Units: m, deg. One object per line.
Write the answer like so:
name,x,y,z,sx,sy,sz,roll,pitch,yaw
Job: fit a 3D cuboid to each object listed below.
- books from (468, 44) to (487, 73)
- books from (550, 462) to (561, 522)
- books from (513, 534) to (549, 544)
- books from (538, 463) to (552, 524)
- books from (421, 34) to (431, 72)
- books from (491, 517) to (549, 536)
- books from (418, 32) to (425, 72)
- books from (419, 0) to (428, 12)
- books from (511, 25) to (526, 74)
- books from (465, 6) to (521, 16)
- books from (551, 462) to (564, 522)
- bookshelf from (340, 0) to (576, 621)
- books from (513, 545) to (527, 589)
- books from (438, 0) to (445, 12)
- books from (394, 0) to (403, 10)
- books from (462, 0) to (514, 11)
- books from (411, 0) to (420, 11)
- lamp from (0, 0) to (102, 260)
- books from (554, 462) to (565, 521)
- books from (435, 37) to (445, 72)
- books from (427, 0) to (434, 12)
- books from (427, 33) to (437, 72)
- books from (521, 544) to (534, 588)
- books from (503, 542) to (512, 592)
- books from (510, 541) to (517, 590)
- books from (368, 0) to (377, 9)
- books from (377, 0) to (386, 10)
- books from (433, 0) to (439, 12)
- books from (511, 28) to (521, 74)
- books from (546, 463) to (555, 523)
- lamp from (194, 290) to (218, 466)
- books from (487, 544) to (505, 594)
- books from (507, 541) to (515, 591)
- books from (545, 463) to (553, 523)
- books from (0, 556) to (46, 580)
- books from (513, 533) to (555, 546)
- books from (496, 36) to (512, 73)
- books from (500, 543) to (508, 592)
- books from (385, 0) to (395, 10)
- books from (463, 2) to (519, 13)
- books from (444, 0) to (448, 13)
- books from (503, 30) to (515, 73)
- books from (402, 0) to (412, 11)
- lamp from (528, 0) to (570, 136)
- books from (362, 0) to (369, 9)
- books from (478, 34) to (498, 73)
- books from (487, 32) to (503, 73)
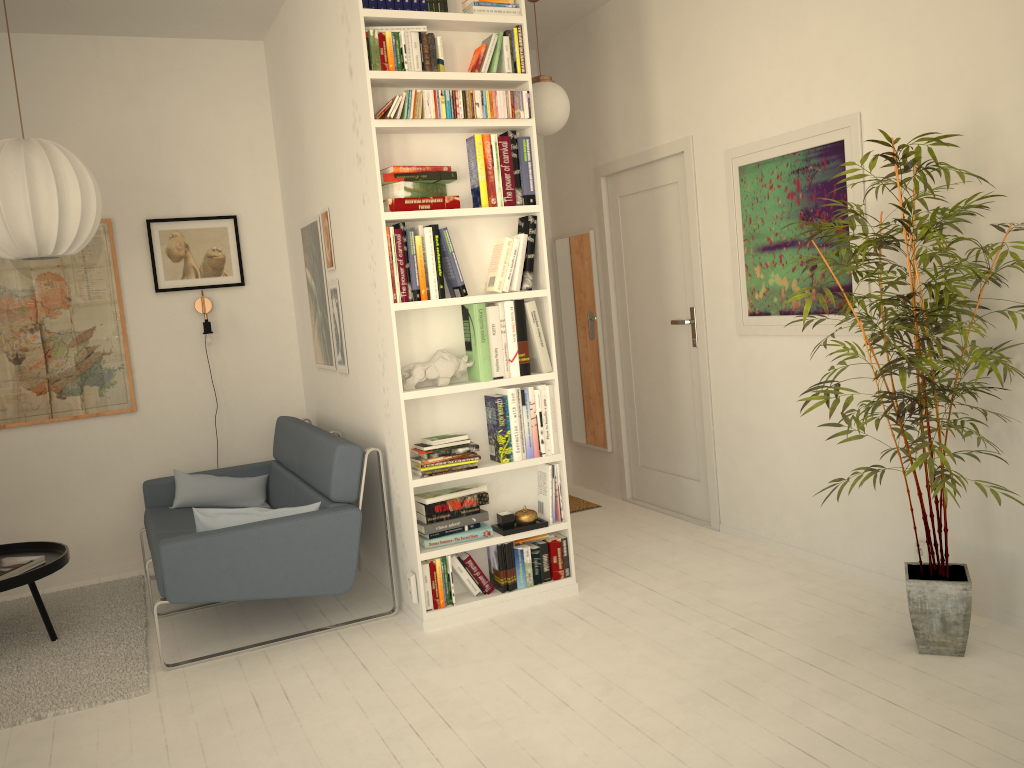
books,-0.171,-1.340,3.738,0.073,0.129,0.200,-8,6,-24
books,0.163,0.471,3.958,0.008,0.256,0.184,-8,6,-24
books,0.068,0.672,3.896,0.165,0.006,0.103,-8,6,-24
books,0.126,0.477,3.948,0.034,0.257,0.209,-8,6,-24
books,-0.384,-1.319,3.619,0.024,0.155,0.207,-8,6,-24
books,0.034,0.614,3.841,0.215,0.023,0.130,-8,6,-24
books,-0.393,-1.318,3.593,0.013,0.159,0.176,-8,6,-24
books,-0.393,-1.565,3.600,0.034,0.178,0.188,-8,6,-24
books,-0.003,-1.396,3.782,0.022,0.198,0.212,-8,6,-24
books,-0.107,-1.533,3.734,0.214,0.038,0.223,-8,6,-24
books,0.174,0.471,3.950,0.007,0.257,0.181,-8,6,-24
bookshelf,-0.221,-0.480,3.739,0.710,2.898,0.249,-8,6,-24
books,-0.009,0.784,3.899,0.044,0.179,0.224,-8,6,-24
books,-0.329,-1.579,3.628,0.020,0.191,0.205,-8,6,-24
books,-0.488,-1.551,3.557,0.034,0.178,0.188,-8,6,-24
books,-0.120,-1.583,3.722,0.173,0.030,0.199,-9,7,-34
books,-0.424,-1.560,3.585,0.034,0.178,0.188,-8,6,-24
lamp,-2.102,-1.153,3.790,0.536,1.228,0.536,-4,6,9
books,0.186,0.471,3.946,0.011,0.256,0.139,-8,6,-24
books,-0.322,-1.320,3.632,0.020,0.145,0.189,-8,6,-24
books,-0.371,-1.574,3.621,0.020,0.191,0.205,-8,6,-24
books,-0.349,-1.319,3.599,0.023,0.153,0.176,-8,6,-24
books,0.026,0.781,3.909,0.032,0.176,0.222,-8,6,-24
books,-0.056,0.774,3.854,0.015,0.214,0.202,-8,6,-24
books,-0.034,0.770,3.878,0.015,0.214,0.202,-8,6,-24
books,-0.583,-1.538,3.513,0.034,0.178,0.188,-8,6,-24
books,-0.551,-1.542,3.528,0.034,0.178,0.188,-8,6,-24
books,-0.351,-1.577,3.627,0.020,0.191,0.205,-8,6,-24
books,-0.021,-1.388,3.777,0.014,0.187,0.218,-8,6,-24
books,0.157,0.477,3.925,0.033,0.258,0.130,-8,6,-24
lamp,-1.778,0.195,4.948,0.360,1.415,0.112,-8,6,-24
books,-0.085,0.778,3.847,0.015,0.214,0.202,-8,6,-24
books,-0.045,0.772,3.867,0.015,0.214,0.202,-8,6,-24
books,0.134,0.476,3.953,0.030,0.255,0.198,-8,6,-24
books,-2.158,0.789,3.748,0.200,0.031,0.289,-4,6,10
books,0.073,0.678,3.919,0.193,0.011,0.130,-8,6,-24
books,-0.060,-1.364,3.756,0.030,0.153,0.200,-8,6,-24
books,-0.075,0.776,3.860,0.015,0.214,0.202,-8,6,-24
books,-0.519,-1.547,3.542,0.034,0.178,0.188,-8,6,-24
books,-0.107,-1.561,3.731,0.200,0.018,0.208,-8,6,-24
books,-0.316,-1.582,3.646,0.020,0.191,0.205,-8,6,-24
books,-0.043,-1.386,3.782,0.022,0.186,0.186,-8,6,-24
books,-0.456,-1.556,3.571,0.034,0.178,0.188,-8,6,-24
lamp,0.141,-1.677,4.593,0.275,0.767,0.275,-8,6,-30
books,-0.614,-1.534,3.499,0.034,0.178,0.188,-8,6,-24
books,-0.138,-1.361,3.740,0.092,0.165,0.223,-8,6,-24
books,-0.102,-1.367,3.741,0.065,0.168,0.229,-8,6,-24
